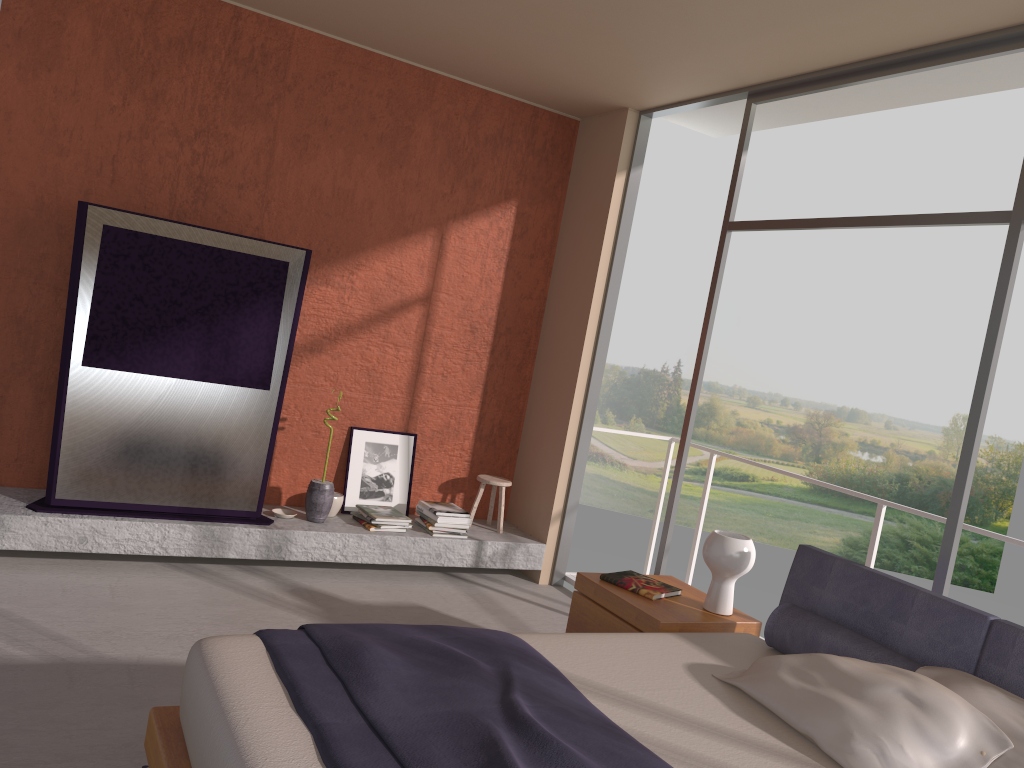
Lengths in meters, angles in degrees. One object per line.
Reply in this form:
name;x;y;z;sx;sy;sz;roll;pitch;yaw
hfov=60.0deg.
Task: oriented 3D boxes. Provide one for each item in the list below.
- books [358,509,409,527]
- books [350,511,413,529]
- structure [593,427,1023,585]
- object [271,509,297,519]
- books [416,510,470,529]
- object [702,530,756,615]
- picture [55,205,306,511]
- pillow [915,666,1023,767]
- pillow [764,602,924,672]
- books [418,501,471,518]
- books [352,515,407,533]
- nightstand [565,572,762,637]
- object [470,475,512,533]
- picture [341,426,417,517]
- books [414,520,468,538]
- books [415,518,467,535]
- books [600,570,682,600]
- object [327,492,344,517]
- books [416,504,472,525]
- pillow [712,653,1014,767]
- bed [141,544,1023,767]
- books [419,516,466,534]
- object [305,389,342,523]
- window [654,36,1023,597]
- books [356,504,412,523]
books;-0.800;0.828;5.516;0.247;0.025;0.287;9;3;-27
books;-0.813;0.847;5.528;0.247;0.018;0.328;8;4;-44
structure;2.534;1.333;2.766;0.728;1.005;7.689;9;3;-29
object;-1.362;0.783;5.294;0.152;0.040;0.152;11;3;6
books;-0.444;0.867;5.689;0.247;0.027;0.328;9;3;-27
object;0.924;0.819;3.848;0.224;0.338;0.224;10;3;-17
picture;-1.776;-0.092;4.770;1.129;1.496;0.126;9;3;-29
pillow;1.356;1.042;2.503;0.400;0.265;0.791;9;3;-26
pillow;1.400;1.042;2.839;0.205;0.201;1.470;9;3;-29
books;-0.435;0.803;5.691;0.247;0.025;0.287;9;3;-29
books;-0.825;0.869;5.516;0.247;0.025;0.287;9;4;-32
nightstand;0.638;1.218;3.964;0.562;0.556;0.628;9;3;-29
object;-0.136;0.812;6.006;0.260;0.349;0.257;12;3;30
picture;-0.860;0.579;5.780;0.458;0.550;0.117;9;3;-29
books;-0.456;0.933;5.692;0.247;0.018;0.328;9;3;-27
books;-0.456;0.914;5.697;0.247;0.018;0.287;9;3;-29
books;0.584;0.909;4.016;0.287;0.025;0.247;13;4;42
object;-1.149;0.752;5.534;0.179;0.137;0.180;10;3;-16
books;-0.438;0.835;5.687;0.247;0.038;0.319;9;4;-32
pillow;1.027;0.979;2.726;0.431;0.264;0.869;9;3;-21
bed;0.469;1.076;2.359;2.462;0.959;2.017;9;3;-29
books;-0.443;0.896;5.672;0.247;0.025;0.287;10;3;-18
object;-1.108;0.429;5.312;0.165;0.810;0.165;10;3;-6
window;2.458;0.338;2.351;0.075;3.133;6.106;9;3;-29
books;-0.799;0.806;5.519;0.247;0.018;0.328;9;4;-32
